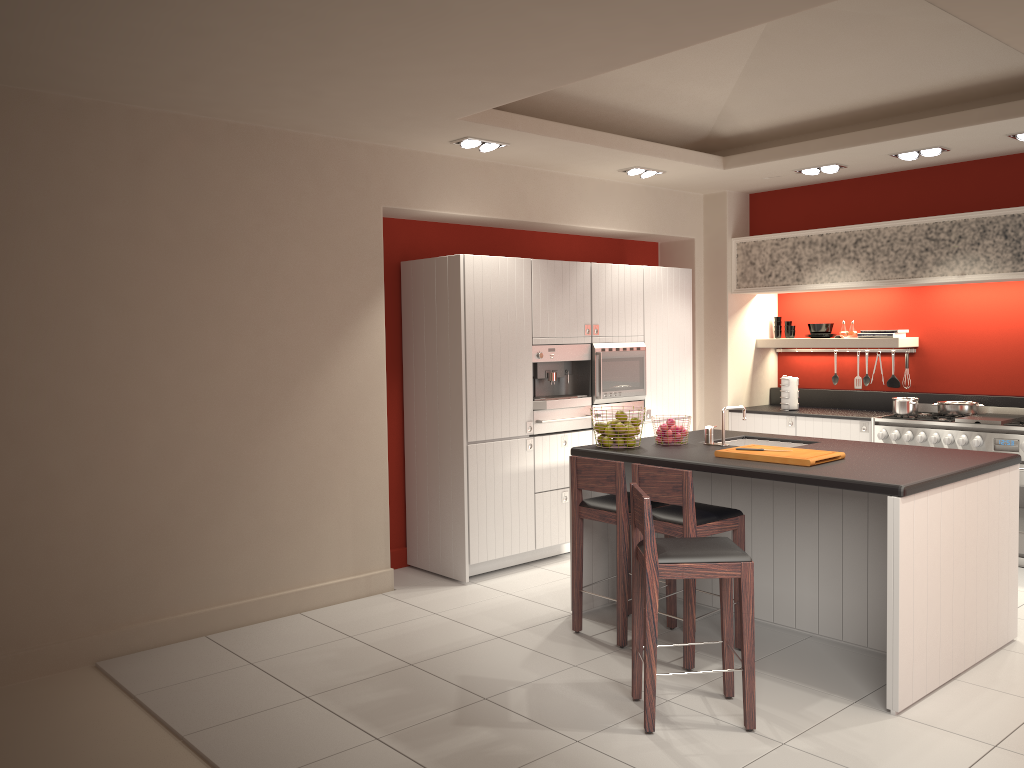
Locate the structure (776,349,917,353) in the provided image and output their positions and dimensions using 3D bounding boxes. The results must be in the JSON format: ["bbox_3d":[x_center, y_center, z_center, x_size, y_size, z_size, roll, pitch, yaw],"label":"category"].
[{"bbox_3d":[3.036,-0.308,8.140,0.054,0.034,1.355,-4,4,-41],"label":"structure"}]

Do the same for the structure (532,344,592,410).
[{"bbox_3d":[0.277,-0.065,6.794,0.623,0.470,0.453,-4,4,-41],"label":"structure"}]

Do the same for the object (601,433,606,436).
[{"bbox_3d":[0.578,0.286,5.474,0.076,0.077,0.076,0,3,13],"label":"object"}]

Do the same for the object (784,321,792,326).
[{"bbox_3d":[2.624,-0.559,8.420,0.070,0.076,0.070,0,3,20],"label":"object"}]

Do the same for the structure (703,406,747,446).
[{"bbox_3d":[1.301,0.258,5.437,0.224,0.249,0.183,-3,4,-41],"label":"structure"}]

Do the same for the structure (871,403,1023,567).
[{"bbox_3d":[3.555,0.741,6.862,0.778,1.085,1.322,-3,4,-41],"label":"structure"}]

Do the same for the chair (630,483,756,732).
[{"bbox_3d":[0.795,0.968,3.956,0.474,1.008,0.383,-1,3,-1],"label":"chair"}]

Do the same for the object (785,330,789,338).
[{"bbox_3d":[2.625,-0.471,8.425,0.070,0.076,0.070,0,3,20],"label":"object"}]

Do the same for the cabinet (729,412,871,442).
[{"bbox_3d":[2.707,0.756,7.890,0.687,0.993,1.361,-3,4,-41],"label":"cabinet"}]

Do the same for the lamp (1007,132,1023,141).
[{"bbox_3d":[3.491,-1.673,5.843,0.199,0.103,0.361,-4,4,-41],"label":"lamp"}]

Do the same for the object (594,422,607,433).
[{"bbox_3d":[0.542,0.268,5.417,0.077,0.068,0.076,2,4,42],"label":"object"}]

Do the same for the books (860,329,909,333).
[{"bbox_3d":[3.220,-0.455,7.666,0.207,0.026,0.332,-4,4,-41],"label":"books"}]

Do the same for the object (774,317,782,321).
[{"bbox_3d":[2.549,-0.606,8.501,0.070,0.076,0.070,0,3,20],"label":"object"}]

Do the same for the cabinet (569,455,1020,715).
[{"bbox_3d":[1.561,0.937,5.135,1.423,1.011,2.035,-4,4,-41],"label":"cabinet"}]

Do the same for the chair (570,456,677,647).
[{"bbox_3d":[0.643,0.909,5.094,0.474,1.008,0.383,-3,4,-42],"label":"chair"}]

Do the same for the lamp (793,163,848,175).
[{"bbox_3d":[2.441,-1.719,7.026,0.199,0.109,0.361,-4,4,-41],"label":"lamp"}]

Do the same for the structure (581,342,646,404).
[{"bbox_3d":[0.795,-0.096,7.152,0.610,0.472,0.332,-4,4,-41],"label":"structure"}]

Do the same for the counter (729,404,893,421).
[{"bbox_3d":[2.700,0.247,7.862,0.699,0.026,1.360,-4,4,-41],"label":"counter"}]

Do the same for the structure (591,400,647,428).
[{"bbox_3d":[0.857,0.238,7.110,0.617,0.177,0.129,-4,4,-41],"label":"structure"}]

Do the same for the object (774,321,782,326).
[{"bbox_3d":[2.550,-0.562,8.504,0.070,0.076,0.070,0,3,20],"label":"object"}]

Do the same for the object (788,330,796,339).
[{"bbox_3d":[2.611,-0.463,8.281,0.070,0.076,0.070,0,3,20],"label":"object"}]

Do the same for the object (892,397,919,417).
[{"bbox_3d":[3.152,0.187,7.106,0.201,0.148,0.201,2,4,41],"label":"object"}]

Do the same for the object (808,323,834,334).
[{"bbox_3d":[2.835,-0.501,8.145,0.232,0.108,0.233,-1,3,0],"label":"object"}]

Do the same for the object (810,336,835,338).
[{"bbox_3d":[2.836,-0.428,8.148,0.280,0.016,0.280,-4,4,-42],"label":"object"}]

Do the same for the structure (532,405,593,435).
[{"bbox_3d":[0.386,0.268,6.693,0.617,0.177,0.129,-4,4,-41],"label":"structure"}]

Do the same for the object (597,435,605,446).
[{"bbox_3d":[0.554,0.342,5.417,0.068,0.068,0.068,-3,3,-30],"label":"object"}]

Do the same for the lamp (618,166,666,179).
[{"bbox_3d":[1.032,-1.689,7.030,0.361,0.084,0.199,-4,4,-41],"label":"lamp"}]

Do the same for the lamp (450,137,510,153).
[{"bbox_3d":[-0.214,-1.620,5.925,0.361,0.103,0.199,-4,4,-41],"label":"lamp"}]

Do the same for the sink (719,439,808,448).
[{"bbox_3d":[1.536,0.510,5.504,0.516,0.258,0.567,-4,4,-41],"label":"sink"}]

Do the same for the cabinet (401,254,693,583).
[{"bbox_3d":[0.392,0.175,7.156,2.558,2.249,0.717,-3,4,-42],"label":"cabinet"}]

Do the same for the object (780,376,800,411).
[{"bbox_3d":[2.482,0.081,7.939,0.168,0.304,0.163,-2,3,-13],"label":"object"}]

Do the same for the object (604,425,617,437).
[{"bbox_3d":[0.598,0.291,5.377,0.076,0.077,0.076,0,3,13],"label":"object"}]

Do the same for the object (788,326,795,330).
[{"bbox_3d":[2.610,-0.507,8.278,0.070,0.076,0.070,0,3,20],"label":"object"}]

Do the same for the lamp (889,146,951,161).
[{"bbox_3d":[2.960,-1.697,6.442,0.199,0.104,0.361,-4,4,-41],"label":"lamp"}]

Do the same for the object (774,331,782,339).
[{"bbox_3d":[2.499,-0.464,8.332,0.070,0.076,0.070,0,3,20],"label":"object"}]

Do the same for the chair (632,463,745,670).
[{"bbox_3d":[0.949,0.923,4.749,0.474,1.008,0.383,-3,4,-40],"label":"chair"}]

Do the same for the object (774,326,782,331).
[{"bbox_3d":[2.499,-0.508,8.329,0.070,0.076,0.070,0,3,20],"label":"object"}]

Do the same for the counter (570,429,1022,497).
[{"bbox_3d":[1.558,0.406,5.105,1.415,0.050,2.054,-4,4,-41],"label":"counter"}]

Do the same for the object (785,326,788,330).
[{"bbox_3d":[2.624,-0.515,8.423,0.070,0.076,0.070,0,3,20],"label":"object"}]

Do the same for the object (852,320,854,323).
[{"bbox_3d":[3.048,-0.555,7.928,0.026,0.032,0.023,1,3,31],"label":"object"}]

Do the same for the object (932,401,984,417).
[{"bbox_3d":[3.577,0.198,7.115,0.309,0.104,0.309,-2,3,-14],"label":"object"}]

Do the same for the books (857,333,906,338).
[{"bbox_3d":[3.194,-0.421,7.666,0.207,0.042,0.331,-3,4,-36],"label":"books"}]

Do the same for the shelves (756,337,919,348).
[{"bbox_3d":[2.909,-0.373,8.036,0.376,0.083,1.379,-4,4,-41],"label":"shelves"}]
